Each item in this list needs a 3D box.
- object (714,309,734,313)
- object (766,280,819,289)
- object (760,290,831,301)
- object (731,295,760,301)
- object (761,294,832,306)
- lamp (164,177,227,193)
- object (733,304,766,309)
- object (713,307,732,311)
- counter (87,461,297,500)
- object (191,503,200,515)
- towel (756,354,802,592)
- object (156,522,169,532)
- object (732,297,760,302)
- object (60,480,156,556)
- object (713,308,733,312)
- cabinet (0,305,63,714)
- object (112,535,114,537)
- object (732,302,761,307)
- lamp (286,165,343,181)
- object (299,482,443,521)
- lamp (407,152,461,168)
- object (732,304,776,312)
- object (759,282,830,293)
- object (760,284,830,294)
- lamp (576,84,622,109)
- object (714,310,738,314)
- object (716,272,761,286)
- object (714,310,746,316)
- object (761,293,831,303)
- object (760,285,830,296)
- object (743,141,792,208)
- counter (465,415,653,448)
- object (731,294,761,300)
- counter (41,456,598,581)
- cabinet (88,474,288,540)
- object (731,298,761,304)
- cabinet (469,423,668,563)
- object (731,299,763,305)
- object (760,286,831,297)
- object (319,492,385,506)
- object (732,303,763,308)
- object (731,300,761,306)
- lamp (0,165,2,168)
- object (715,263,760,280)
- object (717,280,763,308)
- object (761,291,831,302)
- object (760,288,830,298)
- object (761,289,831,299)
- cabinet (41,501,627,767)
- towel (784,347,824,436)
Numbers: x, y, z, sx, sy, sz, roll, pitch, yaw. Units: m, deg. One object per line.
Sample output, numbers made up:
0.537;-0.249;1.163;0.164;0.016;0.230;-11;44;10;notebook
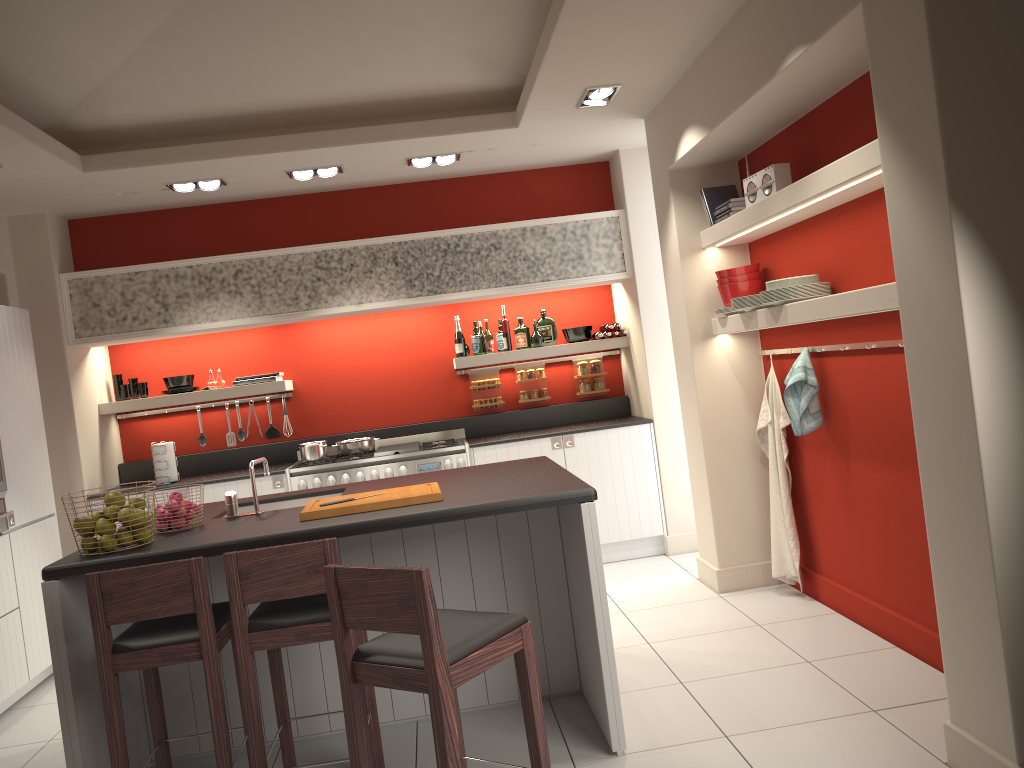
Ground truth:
1.353;-0.433;5.189;0.339;0.020;0.339;-7;1;-3;object
1.399;-0.488;4.418;0.255;0.015;0.255;-8;1;-24;object
1.408;-0.430;4.402;0.339;0.020;0.339;-7;1;-3;object
1.353;-0.463;4.782;0.339;0.020;0.339;-8;1;-6;object
1.410;-0.411;4.402;0.339;0.020;0.339;-7;1;-3;object
-2.097;-1.339;5.889;0.361;0.109;0.199;-8;1;-5;lamp
1.359;-0.419;4.783;0.339;0.020;0.339;-8;1;-6;object
1.352;-0.445;5.189;0.339;0.020;0.339;-7;1;-3;object
-2.298;0.703;6.539;1.360;0.026;0.699;-8;1;-5;counter
-1.378;0.543;3.830;0.055;0.056;0.055;-7;1;4;object
1.518;0.510;5.148;0.141;1.362;0.341;-7;1;-5;towel
-1.467;0.595;3.719;0.050;0.049;0.049;-8;1;-39;object
1.354;-0.457;4.782;0.339;0.020;0.339;-8;1;-6;object
-1.543;0.517;3.425;0.341;0.232;0.341;-7;1;27;object
1.352;-0.439;5.189;0.339;0.020;0.339;-7;1;-3;object
-3.100;0.707;4.262;0.717;2.250;2.557;-7;1;-5;cabinet
-1.557;0.608;3.438;0.055;0.054;0.053;-7;1;-2;object
1.357;-0.431;4.783;0.339;0.020;0.339;-8;1;-6;object
-1.326;-1.442;5.963;0.361;0.104;0.199;-8;1;-5;lamp
-0.583;0.488;3.720;0.570;0.033;0.372;-8;1;-7;object
-0.535;-1.547;6.039;0.361;0.103;0.199;-8;1;-5;lamp
1.360;-0.412;4.783;0.339;0.020;0.339;-8;1;-6;object
1.403;-0.469;4.401;0.339;0.020;0.339;-7;1;-3;object
1.404;-0.462;4.401;0.339;0.020;0.339;-7;1;-3;object
0.492;-1.662;5.081;0.199;0.090;0.361;-8;1;-5;lamp
1.354;-0.426;5.189;0.339;0.020;0.339;-7;1;-3;object
1.334;-0.561;5.186;0.260;0.159;0.260;-8;1;-24;object
1.355;-0.420;5.189;0.339;0.020;0.339;-7;1;-3;object
1.409;-0.417;4.402;0.339;0.020;0.339;-7;1;-3;object
1.404;-0.456;4.401;0.339;0.020;0.339;-7;1;-3;object
1.292;-1.106;4.544;0.097;0.369;0.342;-8;1;-10;object
0.329;0.357;6.791;1.360;0.026;0.699;-8;1;-5;counter
1.352;-0.470;4.782;0.339;0.020;0.339;-8;1;-6;object
-0.753;0.547;3.988;2.054;0.050;1.415;-8;1;-5;counter
-2.236;1.209;6.548;1.361;0.993;0.687;-8;1;-5;cabinet
1.355;-0.450;4.782;0.339;0.020;0.339;-8;1;-6;object
0.396;0.862;6.801;1.361;0.993;0.687;-8;1;-5;cabinet
1.356;-0.444;4.783;0.339;0.020;0.339;-8;1;-6;object
1.405;-0.449;4.402;0.339;0.020;0.339;-7;1;-3;object
-0.660;0.477;3.690;0.302;0.010;0.035;-8;1;-35;object
1.358;-0.425;4.783;0.339;0.020;0.339;-8;1;-6;object
1.357;-0.438;4.783;0.339;0.020;0.339;-8;1;-6;object
-2.920;-1.201;4.754;0.199;0.084;0.361;-8;1;-5;lamp
1.324;-0.610;5.180;0.260;0.161;0.260;-8;1;-38;object
1.342;-0.518;5.188;0.260;0.146;0.260;-7;1;-2;object
1.409;-0.424;4.402;0.339;0.020;0.339;-7;1;-3;object
1.406;-0.443;4.402;0.339;0.020;0.339;-7;1;-3;object
1.407;-0.437;4.402;0.339;0.020;0.339;-7;1;-3;object
-0.691;1.075;3.995;2.034;1.011;1.423;-8;1;-5;cabinet
1.523;0.038;4.639;0.179;0.452;0.209;-7;1;34;towel
